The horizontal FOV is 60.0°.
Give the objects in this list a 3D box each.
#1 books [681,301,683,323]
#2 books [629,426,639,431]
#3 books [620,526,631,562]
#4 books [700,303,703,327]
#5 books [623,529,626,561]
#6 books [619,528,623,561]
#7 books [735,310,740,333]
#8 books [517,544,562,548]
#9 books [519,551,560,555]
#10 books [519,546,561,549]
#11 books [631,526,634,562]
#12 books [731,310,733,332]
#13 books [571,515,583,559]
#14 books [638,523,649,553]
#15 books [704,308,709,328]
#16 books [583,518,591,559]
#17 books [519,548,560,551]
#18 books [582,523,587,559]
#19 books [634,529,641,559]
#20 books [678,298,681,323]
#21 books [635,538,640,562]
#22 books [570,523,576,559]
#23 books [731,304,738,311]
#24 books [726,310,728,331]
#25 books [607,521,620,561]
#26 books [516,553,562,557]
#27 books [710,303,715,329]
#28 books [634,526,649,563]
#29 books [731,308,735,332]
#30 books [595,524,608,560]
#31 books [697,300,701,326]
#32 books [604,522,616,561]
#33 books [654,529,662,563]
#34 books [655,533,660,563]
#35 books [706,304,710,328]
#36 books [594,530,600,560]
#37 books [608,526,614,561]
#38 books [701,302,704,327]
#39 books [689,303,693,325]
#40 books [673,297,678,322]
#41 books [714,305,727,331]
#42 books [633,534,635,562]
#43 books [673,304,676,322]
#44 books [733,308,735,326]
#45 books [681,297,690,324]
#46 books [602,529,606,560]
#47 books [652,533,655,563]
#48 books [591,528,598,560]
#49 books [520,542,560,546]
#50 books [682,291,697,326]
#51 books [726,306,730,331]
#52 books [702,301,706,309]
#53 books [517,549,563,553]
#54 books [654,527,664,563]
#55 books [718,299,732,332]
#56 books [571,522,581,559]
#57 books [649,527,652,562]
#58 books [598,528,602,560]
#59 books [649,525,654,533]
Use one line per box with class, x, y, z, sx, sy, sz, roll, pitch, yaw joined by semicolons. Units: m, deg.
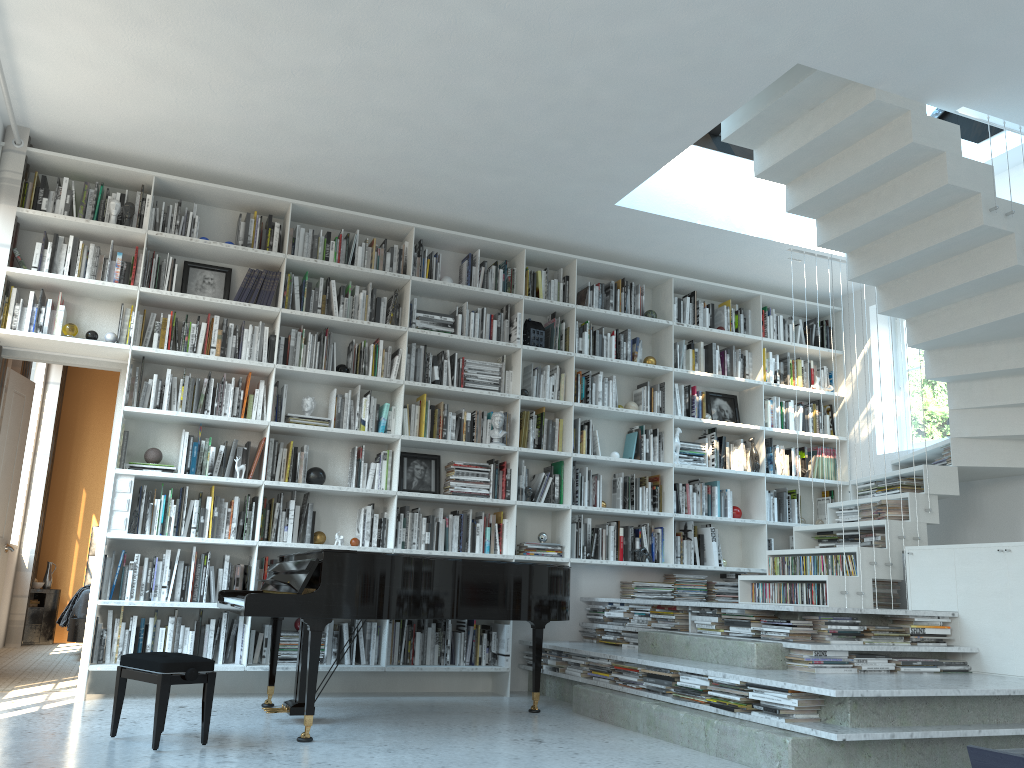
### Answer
books;1.309;-0.533;7.094;0.024;0.230;0.169;7;-14;-22
books;0.932;0.470;6.746;0.016;0.289;0.135;7;-14;-22
books;0.824;1.182;6.530;0.026;0.262;0.173;7;-14;-22
books;1.483;-0.513;7.160;0.022;0.235;0.172;7;-14;-22
books;0.796;1.192;6.534;0.021;0.242;0.131;7;-14;-22
books;0.757;1.181;6.497;0.031;0.243;0.185;7;-14;-22
books;1.810;-0.470;7.287;0.018;0.234;0.186;7;-14;-22
books;0.192;1.137;6.215;0.285;0.012;0.160;7;-14;-18
books;0.190;1.184;6.204;0.254;0.012;0.161;6;-14;-16
books;0.194;1.147;6.204;0.254;0.012;0.161;8;-14;-22
books;0.845;1.186;6.546;0.026;0.262;0.170;7;-14;-22
books;1.756;-0.473;7.264;0.007;0.225;0.170;7;-14;-22
books;0.460;1.104;6.376;0.010;0.315;0.187;7;-14;-22
books;0.979;1.189;6.605;0.013;0.293;0.135;7;-14;-22
books;1.525;-0.492;7.169;0.024;0.201;0.190;7;-14;-22
books;0.513;1.121;6.395;0.030;0.293;0.189;7;-14;-22
books;0.190;1.161;6.211;0.254;0.012;0.161;6;-14;-17
books;0.487;1.137;6.382;0.023;0.255;0.178;7;-14;-22
books;0.906;1.200;6.567;0.012;0.248;0.165;7;-14;-22
books;1.290;-0.543;7.079;0.026;0.241;0.185;7;-14;-22
books;0.889;1.231;6.551;0.025;0.180;0.169;7;-14;-22
books;0.420;1.134;6.374;0.012;0.253;0.161;7;-14;-22
books;1.821;-0.495;7.319;0.020;0.298;0.131;7;-14;-22
books;1.704;-0.477;7.245;0.008;0.220;0.183;7;-14;-22
books;0.739;1.154;6.492;0.012;0.292;0.175;7;-14;-22
books;0.189;1.196;6.204;0.285;0.012;0.160;6;-14;-17
books;1.585;-0.509;7.210;0.030;0.257;0.165;7;-14;-22
books;0.944;1.195;6.578;0.070;0.266;0.186;7;-14;-22
books;1.770;-0.481;7.279;0.031;0.248;0.165;7;-14;-22
books;0.653;1.158;6.469;0.014;0.267;0.172;7;-14;-22
books;1.467;-0.528;7.156;0.014;0.261;0.168;7;-14;-22
books;0.720;1.160;6.506;0.012;0.284;0.160;7;-14;-22
books;1.065;1.216;6.625;0.026;0.257;0.157;7;-14;-22
books;1.044;1.226;6.607;0.025;0.227;0.176;7;-14;-22
books;1.561;-0.507;7.213;0.012;0.253;0.161;7;-14;-22
books;0.593;1.174;6.437;0.011;0.216;0.176;7;-14;-22
books;0.686;1.167;6.470;0.025;0.252;0.182;7;-14;-22
books;1.500;-0.518;7.178;0.021;0.253;0.151;7;-14;-22
books;1.403;-0.520;7.134;0.031;0.230;0.148;7;-14;-22
books;1.264;-0.549;7.075;0.025;0.250;0.178;7;-14;-22
books;1.693;-0.496;7.241;0.019;0.255;0.169;7;-14;-22
books;0.865;1.214;6.551;0.022;0.210;0.136;7;-14;-22
books;1.245;-0.521;7.048;0.022;0.182;0.190;7;-14;-22
books;1.786;-0.479;7.303;0.017;0.256;0.147;7;-14;-22
books;1.368;-0.548;7.123;0.048;0.277;0.150;7;-14;-22
books;0.634;1.176;6.461;0.024;0.227;0.160;7;-14;-22
books;1.013;1.227;6.599;0.013;0.219;0.168;7;-14;-22
books;0.559;1.162;6.423;0.065;0.231;0.162;7;-14;-22
books;0.194;1.124;6.211;0.254;0.012;0.161;5;-14;-13
books;1.429;-0.568;7.144;0.014;0.331;0.181;7;-14;-22
books;1.720;-0.489;7.261;0.016;0.251;0.189;7;-14;-22
books;1.532;-0.522;7.207;0.012;0.278;0.153;7;-14;-22
books;0.191;1.172;6.205;0.285;0.012;0.160;7;-14;-19
books;1.089;1.212;6.637;0.025;0.272;0.171;7;-14;-22
books;1.748;-0.519;7.279;0.007;0.320;0.166;7;-14;-22
books;0.444;1.128;6.363;0.023;0.261;0.187;7;-14;-22
books;0.993;1.205;6.609;0.021;0.264;0.150;7;-14;-22
books;0.608;1.170;6.455;0.029;0.234;0.142;7;-14;-22
books;1.016;1.203;6.634;0.012;0.281;0.143;7;-14;-22
